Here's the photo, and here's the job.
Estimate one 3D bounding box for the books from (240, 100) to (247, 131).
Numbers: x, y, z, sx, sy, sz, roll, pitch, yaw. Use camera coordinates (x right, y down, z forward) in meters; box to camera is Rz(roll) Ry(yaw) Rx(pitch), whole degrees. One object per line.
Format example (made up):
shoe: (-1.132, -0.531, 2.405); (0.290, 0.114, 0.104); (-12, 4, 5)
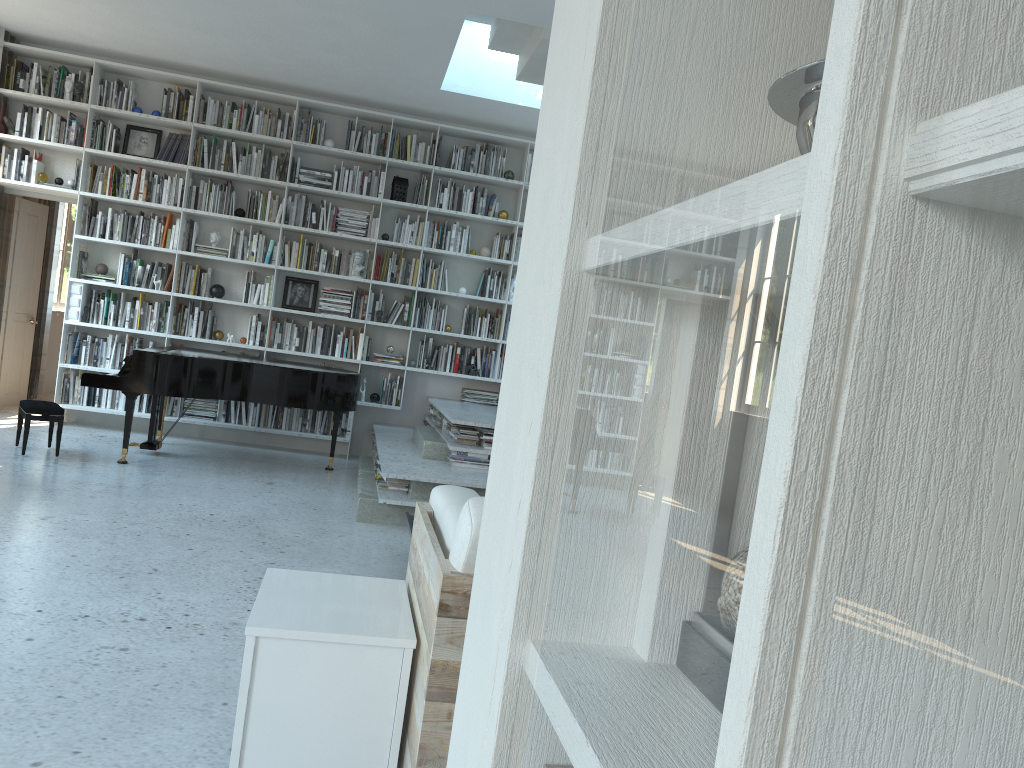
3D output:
books: (-2.395, -2.360, 7.898); (0.010, 0.299, 0.150); (8, 3, -10)

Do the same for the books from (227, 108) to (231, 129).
books: (-2.509, -2.335, 7.898); (0.012, 0.216, 0.150); (8, 3, -10)

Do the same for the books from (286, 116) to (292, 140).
books: (-2.000, -2.269, 7.966); (0.026, 0.225, 0.172); (8, 2, -10)

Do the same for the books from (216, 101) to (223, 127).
books: (-2.591, -2.362, 7.861); (0.012, 0.250, 0.174); (8, 3, -10)

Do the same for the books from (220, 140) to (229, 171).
books: (-2.557, -2.009, 7.895); (0.023, 0.293, 0.155); (8, 3, -10)

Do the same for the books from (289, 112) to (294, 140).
books: (-1.979, -2.288, 7.976); (0.014, 0.267, 0.171); (8, 3, -10)

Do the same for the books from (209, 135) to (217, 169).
books: (-2.652, -2.033, 7.869); (0.012, 0.315, 0.171); (8, 3, -10)

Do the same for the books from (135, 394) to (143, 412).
books: (-3.319, 0.116, 7.916); (0.027, 0.256, 0.179); (8, 3, -10)

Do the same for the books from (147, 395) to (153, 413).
books: (-3.205, 0.131, 7.952); (0.065, 0.256, 0.155); (8, 3, -10)

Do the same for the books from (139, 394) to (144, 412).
books: (-3.289, 0.116, 7.945); (0.040, 0.264, 0.137); (8, 3, -10)

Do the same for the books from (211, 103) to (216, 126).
books: (-2.634, -2.353, 7.855); (0.023, 0.220, 0.181); (8, 2, -10)

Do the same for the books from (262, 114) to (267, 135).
books: (-2.212, -2.293, 7.954); (0.029, 0.213, 0.141); (8, 3, -10)

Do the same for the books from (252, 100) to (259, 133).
books: (-2.293, -2.355, 7.924); (0.014, 0.315, 0.166); (8, 3, -10)

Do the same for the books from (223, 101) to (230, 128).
books: (-2.537, -2.362, 7.873); (0.010, 0.264, 0.160); (8, 3, -10)

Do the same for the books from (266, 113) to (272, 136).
books: (-2.169, -2.294, 7.940); (0.021, 0.229, 0.160); (8, 3, -10)

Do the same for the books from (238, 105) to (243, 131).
books: (-2.410, -2.339, 7.895); (0.013, 0.252, 0.183); (8, 3, -10)

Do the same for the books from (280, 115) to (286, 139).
books: (-2.056, -2.283, 7.968); (0.026, 0.237, 0.149); (8, 3, -10)

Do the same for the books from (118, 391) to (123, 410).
books: (-3.458, 0.123, 7.884); (0.028, 0.206, 0.171); (8, 2, -10)

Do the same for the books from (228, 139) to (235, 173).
books: (-2.508, -2.014, 7.922); (0.013, 0.315, 0.135); (8, 3, -10)

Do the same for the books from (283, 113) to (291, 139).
books: (-2.029, -2.292, 7.980); (0.030, 0.261, 0.151); (8, 3, -10)

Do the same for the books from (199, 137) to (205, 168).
books: (-2.742, -2.032, 7.863); (0.010, 0.287, 0.148); (8, 3, -10)

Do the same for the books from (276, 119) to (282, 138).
books: (-2.085, -2.260, 7.954); (0.031, 0.185, 0.176); (8, 2, -10)

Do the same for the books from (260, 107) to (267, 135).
books: (-2.227, -2.323, 7.940); (0.014, 0.269, 0.156); (8, 3, -10)

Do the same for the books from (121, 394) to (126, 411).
books: (-3.429, 0.136, 7.883); (0.031, 0.188, 0.189); (8, 2, -10)

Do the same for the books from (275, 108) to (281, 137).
books: (-2.100, -2.314, 7.954); (0.013, 0.286, 0.159); (8, 3, -10)

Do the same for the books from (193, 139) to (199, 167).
books: (-2.784, -2.021, 7.843); (0.023, 0.256, 0.174); (8, 3, -10)

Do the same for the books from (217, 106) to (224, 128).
books: (-2.572, -2.338, 7.854); (0.029, 0.208, 0.178); (8, 2, -10)

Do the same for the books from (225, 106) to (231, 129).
books: (-2.527, -2.347, 7.903); (0.025, 0.235, 0.129); (8, 3, -10)

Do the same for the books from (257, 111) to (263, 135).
books: (-2.249, -2.309, 7.936); (0.026, 0.236, 0.134); (8, 3, -10)

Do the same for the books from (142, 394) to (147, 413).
books: (-3.252, 0.106, 7.921); (0.021, 0.296, 0.187); (8, 3, -10)

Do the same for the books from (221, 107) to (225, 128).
books: (-2.553, -2.336, 7.871); (0.015, 0.207, 0.166); (8, 2, -10)

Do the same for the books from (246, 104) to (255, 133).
books: (-2.326, -2.338, 7.906); (0.052, 0.273, 0.172); (8, 3, -10)

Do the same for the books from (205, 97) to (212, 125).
books: (-2.686, -2.391, 7.867); (0.021, 0.279, 0.140); (8, 3, -10)

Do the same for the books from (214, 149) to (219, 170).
books: (-2.616, -1.971, 7.895); (0.024, 0.201, 0.153); (8, 2, -10)

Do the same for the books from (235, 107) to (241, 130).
books: (-2.436, -2.334, 7.898); (0.013, 0.234, 0.154); (8, 3, -10)

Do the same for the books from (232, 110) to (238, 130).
books: (-2.460, -2.320, 7.898); (0.030, 0.201, 0.152); (8, 2, -10)

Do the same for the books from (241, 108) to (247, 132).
books: (-2.383, -2.327, 7.915); (0.029, 0.236, 0.130); (8, 3, -10)

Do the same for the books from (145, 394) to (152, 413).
books: (-3.235, 0.104, 7.921); (0.012, 0.304, 0.165); (8, 3, -10)

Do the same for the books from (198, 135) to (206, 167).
books: (-2.756, -2.045, 7.882); (0.014, 0.309, 0.129); (8, 3, -10)

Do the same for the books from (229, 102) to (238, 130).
books: (-2.486, -2.358, 7.900); (0.028, 0.268, 0.151); (8, 3, -10)

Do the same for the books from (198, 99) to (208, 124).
books: (-2.732, -2.375, 7.835); (0.029, 0.237, 0.156); (8, 3, -10)

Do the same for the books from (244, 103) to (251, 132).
books: (-2.357, -2.344, 7.903); (0.013, 0.276, 0.164); (8, 3, -10)

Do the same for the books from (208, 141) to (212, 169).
books: (-2.668, -2.008, 7.877); (0.011, 0.260, 0.157); (8, 3, -10)

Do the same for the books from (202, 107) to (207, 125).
books: (-2.713, -2.346, 7.856); (0.024, 0.183, 0.133); (8, 3, -10)

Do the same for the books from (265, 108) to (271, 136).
books: (-2.182, -2.315, 7.930); (0.014, 0.266, 0.192); (8, 3, -10)

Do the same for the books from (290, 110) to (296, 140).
books: (-1.958, -2.295, 7.975); (0.026, 0.289, 0.176); (8, 3, -10)

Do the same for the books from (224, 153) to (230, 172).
books: (-2.539, -1.950, 7.913); (0.034, 0.180, 0.160); (8, 2, -10)

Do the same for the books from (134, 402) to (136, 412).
books: (-3.345, 0.128, 7.915); (0.022, 0.225, 0.140); (8, 3, -10)

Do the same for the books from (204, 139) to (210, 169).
books: (-2.706, -2.020, 7.877); (0.067, 0.274, 0.167); (8, 3, -10)

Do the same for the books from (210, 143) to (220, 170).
books: (-2.637, -1.994, 7.876); (0.031, 0.242, 0.181); (8, 2, -10)

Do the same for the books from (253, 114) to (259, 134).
books: (-2.279, -2.290, 7.924); (0.031, 0.190, 0.181); (8, 2, -10)

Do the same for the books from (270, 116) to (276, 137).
books: (-2.132, -2.274, 7.933); (0.026, 0.200, 0.187); (8, 2, -10)

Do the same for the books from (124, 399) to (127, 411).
books: (-3.399, 0.112, 7.887); (0.023, 0.244, 0.188); (8, 2, -10)

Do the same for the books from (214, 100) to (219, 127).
books: (-2.609, -2.366, 7.862); (0.023, 0.251, 0.170); (8, 3, -10)

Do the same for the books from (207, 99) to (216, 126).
books: (-2.659, -2.374, 7.854); (0.031, 0.255, 0.145); (8, 3, -10)

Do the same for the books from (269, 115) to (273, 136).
books: (-2.151, -2.280, 7.932); (0.013, 0.207, 0.177); (8, 2, -10)

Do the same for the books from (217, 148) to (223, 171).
books: (-2.587, -1.976, 7.892); (0.029, 0.219, 0.157); (8, 3, -10)

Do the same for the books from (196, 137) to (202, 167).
books: (-2.767, -2.033, 7.860); (0.013, 0.283, 0.158); (8, 3, -10)

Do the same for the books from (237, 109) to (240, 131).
books: (-2.424, -2.322, 7.893); (0.011, 0.216, 0.160); (8, 2, -10)
